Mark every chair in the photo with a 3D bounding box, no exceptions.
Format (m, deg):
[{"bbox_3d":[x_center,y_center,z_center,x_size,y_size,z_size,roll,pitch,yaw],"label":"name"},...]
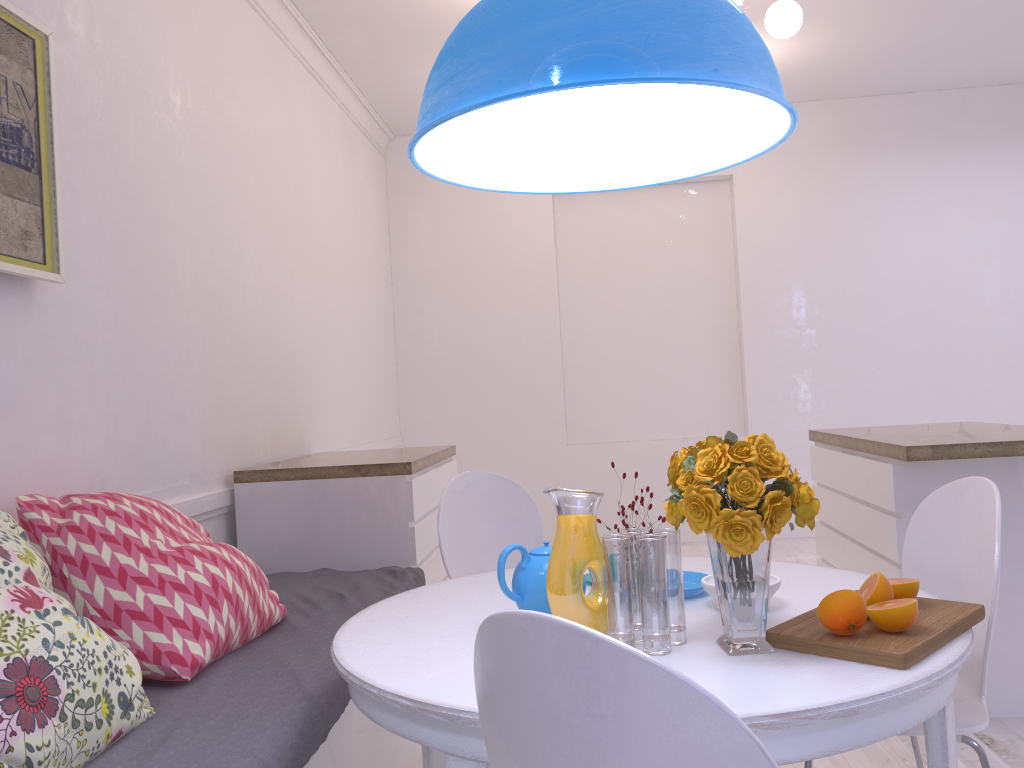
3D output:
[{"bbox_3d":[0.702,0.616,1.738,0.483,0.845,0.604,-3,-1,5],"label":"chair"},{"bbox_3d":[0.082,0.662,2.431,0.483,0.845,0.604,-4,-1,40],"label":"chair"},{"bbox_3d":[0.237,0.631,0.984,0.483,0.845,0.604,-3,-1,-39],"label":"chair"}]

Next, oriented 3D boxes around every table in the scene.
[{"bbox_3d":[0.254,0.748,1.681,1.140,0.629,1.140,-4,-1,34],"label":"table"}]

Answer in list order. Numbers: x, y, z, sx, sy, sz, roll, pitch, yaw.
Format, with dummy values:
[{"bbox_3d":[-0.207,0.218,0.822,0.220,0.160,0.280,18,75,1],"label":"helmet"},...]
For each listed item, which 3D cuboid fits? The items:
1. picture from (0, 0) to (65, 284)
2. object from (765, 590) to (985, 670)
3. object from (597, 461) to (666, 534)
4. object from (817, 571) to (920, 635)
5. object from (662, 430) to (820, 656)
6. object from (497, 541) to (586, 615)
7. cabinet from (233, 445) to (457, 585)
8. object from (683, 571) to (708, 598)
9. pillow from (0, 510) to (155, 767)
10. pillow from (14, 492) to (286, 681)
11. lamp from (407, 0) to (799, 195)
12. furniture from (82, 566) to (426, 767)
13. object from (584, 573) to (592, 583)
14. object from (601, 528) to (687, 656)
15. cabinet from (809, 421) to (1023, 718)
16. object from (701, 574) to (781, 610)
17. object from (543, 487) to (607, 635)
[{"bbox_3d":[-1.178,-0.568,1.720,0.020,0.629,0.971,-3,-1,5],"label":"picture"},{"bbox_3d":[0.603,0.397,1.462,0.347,0.024,0.224,-2,-1,-45],"label":"object"},{"bbox_3d":[0.226,0.290,1.676,0.128,0.287,0.128,-3,-1,7],"label":"object"},{"bbox_3d":[0.606,0.348,1.438,0.129,0.075,0.285,-4,-1,41],"label":"object"},{"bbox_3d":[0.363,0.247,1.436,0.234,0.351,0.235,-3,-1,-30],"label":"object"},{"bbox_3d":[0.062,0.367,1.662,0.156,0.151,0.150,-3,-1,9],"label":"object"},{"bbox_3d":[-0.612,0.722,3.686,0.654,0.842,1.036,-3,-1,5],"label":"cabinet"},{"bbox_3d":[0.324,0.419,1.841,0.196,0.023,0.196,-3,-1,-7],"label":"object"},{"bbox_3d":[-0.938,0.439,1.468,0.509,0.447,0.592,-3,-1,10],"label":"pillow"},{"bbox_3d":[-0.874,0.450,2.150,0.491,0.424,0.587,-3,-1,8],"label":"pillow"},{"bbox_3d":[0.073,-1.320,1.336,0.568,1.948,0.568,-4,-1,39],"label":"lamp"},{"bbox_3d":[-0.761,0.864,1.480,0.769,0.508,3.296,-3,-1,5],"label":"furniture"},{"bbox_3d":[0.229,0.433,1.977,0.147,0.011,0.147,-3,-1,8],"label":"object"},{"bbox_3d":[0.218,0.338,1.456,0.101,0.186,0.122,-4,-1,35],"label":"object"},{"bbox_3d":[1.549,0.589,3.130,0.654,0.842,1.167,-3,-1,5],"label":"cabinet"},{"bbox_3d":[0.435,0.396,1.681,0.147,0.052,0.147,-2,-1,-42],"label":"object"},{"bbox_3d":[0.112,0.304,1.492,0.094,0.267,0.116,-4,-1,32],"label":"object"}]
